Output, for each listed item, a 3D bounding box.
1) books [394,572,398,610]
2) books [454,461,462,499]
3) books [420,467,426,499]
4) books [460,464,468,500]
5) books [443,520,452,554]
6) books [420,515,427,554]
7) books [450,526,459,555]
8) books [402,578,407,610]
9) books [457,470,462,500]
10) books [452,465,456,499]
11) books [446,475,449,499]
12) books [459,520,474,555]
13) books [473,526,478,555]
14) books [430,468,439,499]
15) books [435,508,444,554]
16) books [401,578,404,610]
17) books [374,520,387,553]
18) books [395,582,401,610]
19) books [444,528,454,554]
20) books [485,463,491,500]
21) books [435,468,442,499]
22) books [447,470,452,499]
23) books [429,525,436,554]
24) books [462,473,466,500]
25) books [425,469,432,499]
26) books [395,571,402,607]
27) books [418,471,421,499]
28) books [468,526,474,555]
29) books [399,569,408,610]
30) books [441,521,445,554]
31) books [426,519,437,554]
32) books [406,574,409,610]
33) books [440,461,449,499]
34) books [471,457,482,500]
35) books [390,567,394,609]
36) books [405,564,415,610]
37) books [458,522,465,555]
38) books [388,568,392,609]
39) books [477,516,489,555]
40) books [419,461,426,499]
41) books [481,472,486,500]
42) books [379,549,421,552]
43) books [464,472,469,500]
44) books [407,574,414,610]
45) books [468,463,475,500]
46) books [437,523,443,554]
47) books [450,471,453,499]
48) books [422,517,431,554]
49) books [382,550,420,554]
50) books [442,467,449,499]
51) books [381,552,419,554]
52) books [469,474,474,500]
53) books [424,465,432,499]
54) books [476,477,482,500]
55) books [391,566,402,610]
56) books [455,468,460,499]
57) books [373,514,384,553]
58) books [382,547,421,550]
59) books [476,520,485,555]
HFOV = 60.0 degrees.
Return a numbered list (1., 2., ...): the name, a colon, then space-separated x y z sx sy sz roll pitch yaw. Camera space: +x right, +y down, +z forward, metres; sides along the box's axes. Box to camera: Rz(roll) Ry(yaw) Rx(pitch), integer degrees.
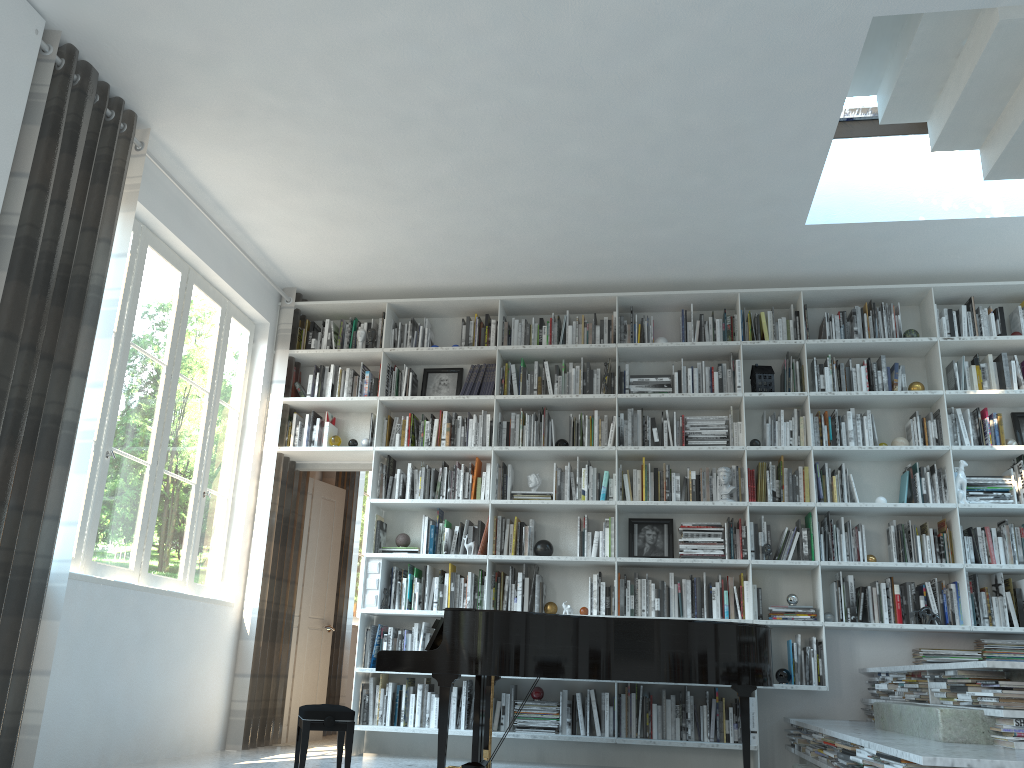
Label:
1. books: -0.772 1.428 6.070 0.022 0.256 0.142 -1 -18 9
2. books: -0.382 0.707 6.247 0.011 0.303 0.130 -1 -18 9
3. books: -0.608 0.728 6.247 0.021 0.246 0.189 -1 -18 9
4. books: -0.335 0.713 6.211 0.015 0.274 0.157 -1 -18 9
5. books: -0.446 1.074 6.111 0.011 0.249 0.172 -1 -18 9
6. books: -0.602 1.062 6.149 0.012 0.284 0.160 -1 -18 9
7. books: -0.382 1.097 6.115 0.056 0.213 0.143 -1 -18 9
8. books: -0.710 1.440 6.033 0.015 0.216 0.180 -1 -18 9
9. books: -0.353 0.737 6.237 0.028 0.241 0.132 -1 -18 9
10. books: -0.396 0.717 6.229 0.012 0.271 0.146 -1 -18 9
11. books: -0.438 0.752 6.232 0.021 0.204 0.130 -1 -18 9
12. books: -0.313 1.071 6.096 0.060 0.254 0.159 -1 -18 9
13. books: -0.240 1.093 6.080 0.027 0.209 0.144 -1 -18 9
14. books: -0.541 0.732 6.244 0.023 0.241 0.185 -1 -18 9
15. books: -0.504 1.040 6.152 0.011 0.334 0.154 -1 -18 9
16. books: -0.722 1.443 6.048 0.015 0.217 0.177 -1 -18 9
17. books: -0.918 1.086 6.194 0.028 0.242 0.157 -1 -18 9
18. books: -0.751 1.449 6.022 0.019 0.188 0.194 -1 -18 9
19. books: -0.429 1.098 6.087 0.029 0.189 0.189 -1 -18 9
20. books: -0.157 0.711 6.201 0.027 0.285 0.148 -1 -18 9
21. books: -0.503 0.731 6.257 0.048 0.255 0.142 -1 -18 9
22. books: -0.423 0.736 6.220 0.013 0.228 0.177 -1 -18 9
23. books: -0.532 1.090 6.104 0.029 0.207 0.190 -1 -18 9
24. books: -0.321 0.744 6.214 0.012 0.216 0.160 -1 -18 9
25. books: -0.575 0.733 6.241 0.024 0.236 0.167 -1 -18 9
26. books: -0.760 1.418 6.050 0.007 0.263 0.177 -1 -18 9
27. books: -0.635 0.740 6.258 0.014 0.229 0.149 -1 -18 9
28. books: -0.270 1.091 6.075 0.030 0.207 0.173 -1 -18 9
29. books: -0.733 1.412 6.053 0.008 0.278 0.165 -1 -18 9
30. books: -0.460 1.080 6.130 0.022 0.248 0.129 -1 -18 9
31. books: -0.556 1.077 6.143 0.031 0.254 0.144 -1 -18 9
32. books: -0.687 1.429 6.041 0.014 0.242 0.171 -1 -18 9
33. books: -0.475 0.704 6.242 0.013 0.298 0.152 -1 -18 9
34. books: -0.249 0.690 6.214 0.035 0.324 0.170 -1 -18 9
35. books: -0.804 1.413 6.079 0.016 0.288 0.153 -1 -18 9
36. books: -0.696 1.396 6.055 0.006 0.314 0.146 -1 -18 9
37. books: -0.347 1.083 6.113 0.013 0.241 0.142 -1 -18 9
38. books: -0.816 1.416 6.082 0.008 0.284 0.160 -1 -18 9
39. books: -0.170 1.049 6.044 0.082 0.275 0.229 -1 -18 9
40. books: -0.622 0.709 6.264 0.011 0.292 0.184 -1 -18 9
41. books: -0.188 0.739 6.192 0.031 0.222 0.145 -1 -18 9
42. books: -0.759 1.159 6.145 0.285 0.012 0.160 -2 -19 13
43. books: -0.304 0.744 6.216 0.021 0.220 0.149 -1 -18 9
44. books: -0.678 1.424 6.026 0.009 0.243 0.185 -1 -18 9
45. books: -0.285 0.711 6.228 0.015 0.291 0.144 -1 -18 9
46. books: -0.485 1.091 6.138 0.030 0.230 0.148 -1 -18 9
47. books: -0.408 0.740 6.229 0.013 0.227 0.152 -1 -18 9
48. books: -0.584 1.067 6.143 0.024 0.272 0.151 -1 -18 9
49. books: -0.759 1.172 6.144 0.254 0.012 0.161 0 -18 6
50. books: -0.458 0.728 6.243 0.021 0.255 0.156 -1 -18 9
51. books: -0.759 1.185 6.144 0.254 0.012 0.161 -1 -18 10
52. books: -0.275 0.748 6.198 0.013 0.202 0.162 -1 -18 9
53. books: -0.589 0.722 6.264 0.011 0.270 0.158 -1 -18 9
54. books: -0.219 0.758 6.190 0.030 0.182 0.152 -1 -18 9
55. books: -0.790 1.408 6.071 0.014 0.293 0.172 -1 -18 9
56. books: -0.373 0.730 6.232 0.011 0.251 0.139 -1 -18 9
57. books: -0.936 1.070 6.213 0.012 0.284 0.160 -1 -18 9
58. books: -0.758 1.150 6.155 0.254 0.012 0.161 -1 -18 10
59. books: -0.215 1.074 6.085 0.021 0.250 0.154 -1 -18 9
